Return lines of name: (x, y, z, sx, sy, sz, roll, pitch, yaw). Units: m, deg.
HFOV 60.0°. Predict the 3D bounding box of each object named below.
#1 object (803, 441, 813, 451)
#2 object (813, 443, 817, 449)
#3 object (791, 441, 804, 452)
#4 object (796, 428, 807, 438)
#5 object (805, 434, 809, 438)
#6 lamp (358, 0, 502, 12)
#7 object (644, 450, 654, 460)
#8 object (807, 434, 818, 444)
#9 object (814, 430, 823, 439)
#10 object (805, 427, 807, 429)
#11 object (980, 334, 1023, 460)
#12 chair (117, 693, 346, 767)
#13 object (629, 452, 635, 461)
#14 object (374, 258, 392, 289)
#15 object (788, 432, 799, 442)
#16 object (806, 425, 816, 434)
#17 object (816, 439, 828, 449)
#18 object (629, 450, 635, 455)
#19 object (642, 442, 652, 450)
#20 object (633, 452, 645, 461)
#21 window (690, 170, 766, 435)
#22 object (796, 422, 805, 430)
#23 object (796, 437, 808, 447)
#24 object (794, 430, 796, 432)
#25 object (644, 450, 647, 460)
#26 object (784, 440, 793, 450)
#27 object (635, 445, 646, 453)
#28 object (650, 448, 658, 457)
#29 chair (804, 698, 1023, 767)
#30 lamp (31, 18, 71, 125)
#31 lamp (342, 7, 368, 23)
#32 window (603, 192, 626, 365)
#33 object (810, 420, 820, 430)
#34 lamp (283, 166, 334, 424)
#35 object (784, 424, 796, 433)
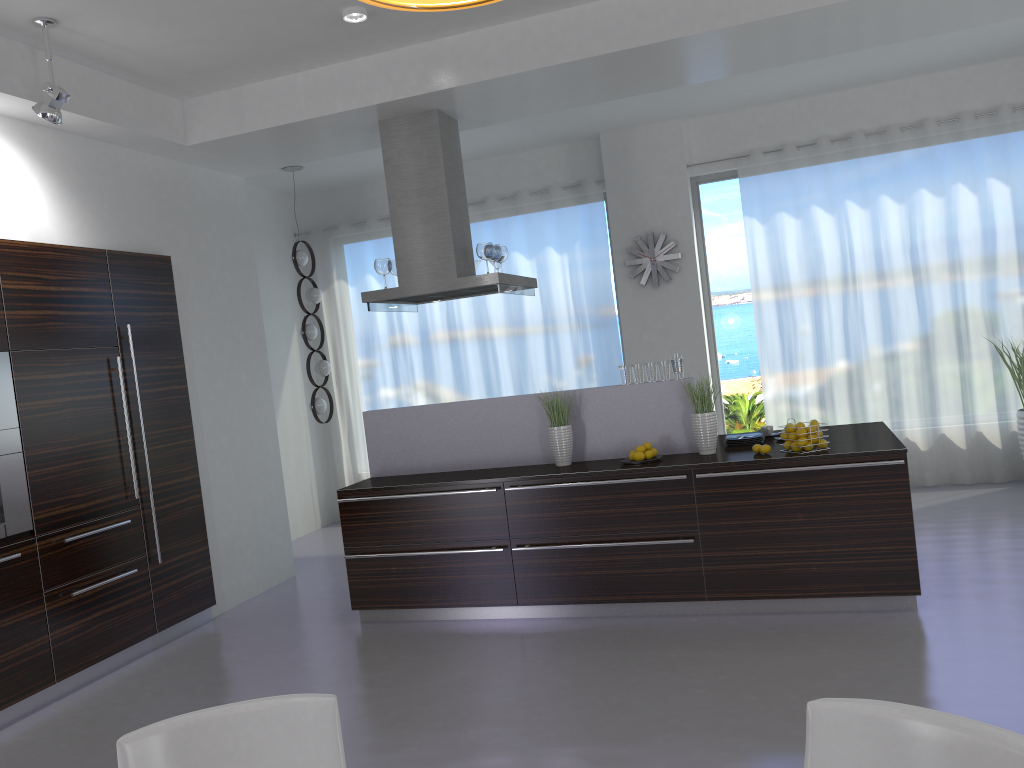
object: (1.609, 0.338, 4.818, 0.051, 0.053, 0.063, -6, 2, 26)
object: (1.653, 0.332, 4.885, 0.061, 0.055, 0.050, -8, 2, -27)
object: (1.564, 0.340, 4.855, 0.064, 0.063, 0.074, -5, 3, 38)
object: (1.573, 0.267, 4.822, 0.061, 0.052, 0.053, -6, 2, 31)
object: (1.616, 0.297, 4.848, 0.051, 0.053, 0.062, -6, 2, 26)
lamp: (-0.140, -1.114, 0.599, 0.358, 1.645, 0.359, -6, 2, 29)
object: (0.798, 0.414, 5.181, 0.061, 0.054, 0.052, -7, 2, -5)
object: (1.633, 0.299, 4.823, 0.061, 0.055, 0.051, -7, 2, -3)
object: (1.674, 0.278, 4.862, 0.061, 0.054, 0.053, -8, 2, -26)
object: (1.635, 0.262, 4.899, 0.055, 0.051, 0.061, -6, 2, 12)
object: (4.126, 0.186, 6.881, 0.713, 1.334, 0.656, -6, 2, 18)
chair: (-0.579, 1.184, 1.916, 0.508, 0.805, 0.620, -7, 2, -12)
object: (0.718, 0.426, 5.211, 0.063, 0.051, 0.053, -6, 2, 22)
object: (-0.878, -0.749, 6.095, 0.125, 0.221, 0.125, -5, 3, 43)
object: (1.549, 0.290, 4.870, 0.062, 0.053, 0.052, -7, 2, -10)
object: (1.629, 0.249, 4.827, 0.051, 0.053, 0.063, -6, 2, 31)
object: (1.692, 0.327, 4.841, 0.062, 0.052, 0.053, -8, 2, -33)
object: (0.727, 0.419, 5.266, 0.052, 0.054, 0.061, -8, 2, -25)
object: (0.796, 0.368, 5.226, 0.053, 0.048, 0.063, -7, 2, -16)
object: (0.739, 0.422, 5.156, 0.070, 0.058, 0.060, -6, 2, 17)
window: (3.238, -0.836, 7.888, 3.000, 2.500, 0.100, -6, 2, 18)
object: (1.590, 0.236, 4.885, 0.051, 0.053, 0.063, -6, 2, 19)
object: (1.569, 0.315, 4.799, 0.061, 0.054, 0.052, -7, 2, -5)
object: (1.579, 0.281, 4.917, 0.064, 0.053, 0.051, -6, 2, 21)
object: (0.777, 0.415, 5.236, 0.057, 0.060, 0.071, -6, 2, 19)
object: (1.535, 0.336, 4.909, 0.060, 0.057, 0.052, -6, 2, 20)
object: (0.754, 0.384, 5.197, 0.061, 0.047, 0.053, -6, 2, 21)
object: (0.829, 0.405, 5.229, 0.063, 0.053, 0.051, -8, 2, -32)
chair: (0.649, 1.053, 1.510, 0.620, 0.805, 0.508, -8, 3, -37)
lamp: (-2.209, -1.571, 4.304, 0.171, 0.511, 0.605, -8, 3, -40)
lamp: (-0.846, -1.989, 4.778, 0.132, 0.035, 0.132, -7, 2, -10)
window: (-0.313, -0.456, 9.034, 3.000, 2.500, 0.100, -6, 2, 18)
object: (1.666, 0.229, 4.881, 0.050, 0.060, 0.059, -6, 2, 17)
lamp: (-1.880, -0.810, 8.203, 0.180, 2.370, 0.367, -6, 2, 11)
object: (1.531, 0.246, 4.885, 0.053, 0.051, 0.063, -8, 2, -25)
